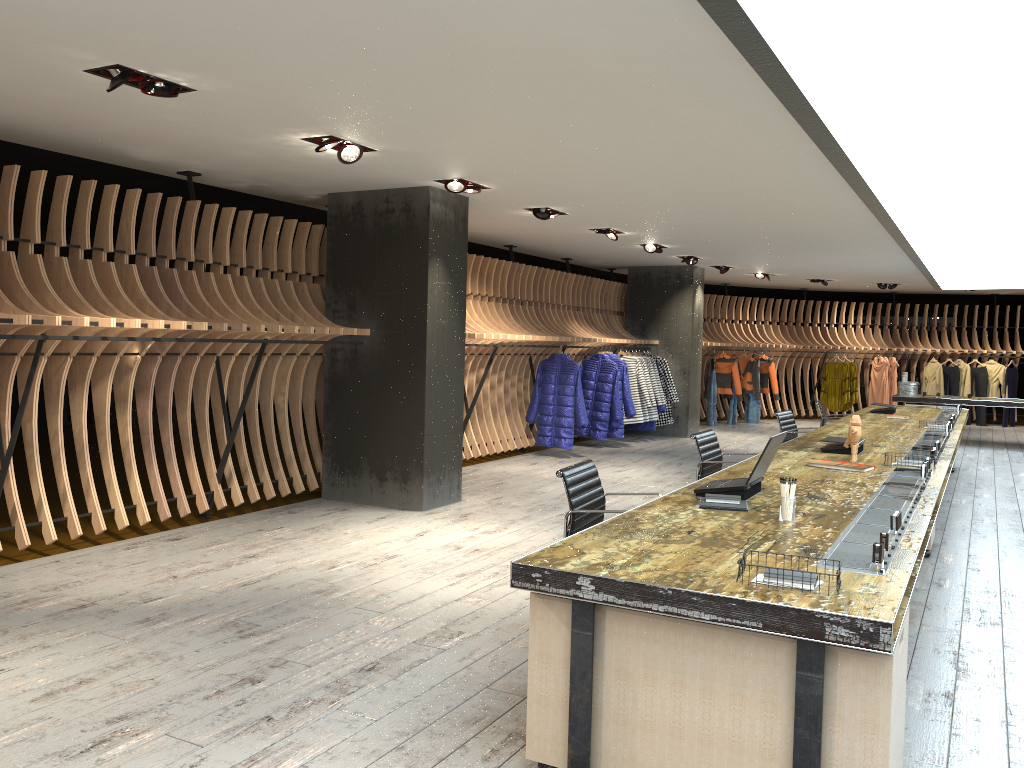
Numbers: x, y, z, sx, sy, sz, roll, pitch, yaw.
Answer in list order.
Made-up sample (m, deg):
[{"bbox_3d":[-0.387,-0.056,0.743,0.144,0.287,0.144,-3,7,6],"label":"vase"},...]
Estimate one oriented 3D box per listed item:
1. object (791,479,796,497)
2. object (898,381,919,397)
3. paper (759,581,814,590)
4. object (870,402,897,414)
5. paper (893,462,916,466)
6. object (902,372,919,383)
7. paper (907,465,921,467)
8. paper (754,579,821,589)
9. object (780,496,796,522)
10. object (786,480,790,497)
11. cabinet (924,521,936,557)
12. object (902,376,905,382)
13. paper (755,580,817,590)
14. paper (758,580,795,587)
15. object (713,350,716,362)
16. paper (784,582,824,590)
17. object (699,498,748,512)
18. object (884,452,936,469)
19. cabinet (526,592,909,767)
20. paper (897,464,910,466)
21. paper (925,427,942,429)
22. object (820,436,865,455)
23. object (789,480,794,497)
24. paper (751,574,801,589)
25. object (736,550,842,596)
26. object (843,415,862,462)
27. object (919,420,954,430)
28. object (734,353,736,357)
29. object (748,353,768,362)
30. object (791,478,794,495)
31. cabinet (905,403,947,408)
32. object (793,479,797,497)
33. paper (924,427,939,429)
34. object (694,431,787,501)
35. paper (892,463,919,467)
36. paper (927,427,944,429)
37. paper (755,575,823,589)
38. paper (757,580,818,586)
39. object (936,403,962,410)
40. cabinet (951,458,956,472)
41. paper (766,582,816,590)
[{"bbox_3d":[1.171,0.483,3.713,0.030,0.170,0.007,2,2,22],"label":"object"},{"bbox_3d":[6.543,0.088,14.653,0.303,0.239,0.498,3,3,29],"label":"object"},{"bbox_3d":[0.857,0.610,2.747,0.176,0.004,0.130,3,3,30],"label":"paper"},{"bbox_3d":[4.379,0.287,10.442,0.261,0.111,0.373,3,3,28],"label":"object"},{"bbox_3d":[2.541,0.513,5.671,0.176,0.004,0.130,3,3,34],"label":"paper"},{"bbox_3d":[6.555,-0.087,14.582,0.262,0.204,0.088,3,2,27],"label":"object"},{"bbox_3d":[2.541,0.516,5.671,0.176,0.004,0.130,4,3,37],"label":"paper"},{"bbox_3d":[0.857,0.609,2.747,0.176,0.004,0.130,3,3,35],"label":"paper"},{"bbox_3d":[1.160,0.527,3.733,0.061,0.111,0.062,0,2,-28],"label":"object"},{"bbox_3d":[1.151,0.483,3.712,0.007,0.170,0.030,1,2,-15],"label":"object"},{"bbox_3d":[2.644,0.901,6.863,1.132,0.630,0.593,3,3,28],"label":"cabinet"},{"bbox_3d":[6.423,-0.083,14.555,0.062,0.109,0.062,1,2,-6],"label":"object"},{"bbox_3d":[0.857,0.610,2.747,0.176,0.004,0.130,3,3,32],"label":"paper"},{"bbox_3d":[0.857,0.609,2.747,0.176,0.004,0.130,3,3,33],"label":"paper"},{"bbox_3d":[3.801,-0.543,16.644,0.023,0.243,0.549,2,3,10],"label":"object"},{"bbox_3d":[0.857,0.611,2.747,0.176,0.004,0.130,4,3,37],"label":"paper"},{"bbox_3d":[0.963,0.548,4.036,0.213,0.019,0.219,2,3,13],"label":"object"},{"bbox_3d":[2.543,0.491,5.669,0.302,0.074,0.217,3,3,23],"label":"object"},{"bbox_3d":[0.688,1.034,2.989,1.132,0.630,0.593,3,3,28],"label":"cabinet"},{"bbox_3d":[2.541,0.515,5.671,0.176,0.004,0.130,3,3,32],"label":"paper"},{"bbox_3d":[4.067,0.420,8.506,0.176,0.004,0.130,3,3,32],"label":"paper"},{"bbox_3d":[2.365,0.441,6.339,0.262,0.088,0.373,3,3,28],"label":"object"},{"bbox_3d":[1.161,0.483,3.710,0.007,0.170,0.030,0,2,-41],"label":"object"},{"bbox_3d":[0.843,0.612,2.749,0.176,0.003,0.130,3,3,27],"label":"paper"},{"bbox_3d":[0.860,0.586,2.744,0.302,0.074,0.217,3,3,23],"label":"object"},{"bbox_3d":[2.243,0.358,5.793,0.097,0.300,0.321,2,2,12],"label":"object"},{"bbox_3d":[4.069,0.395,8.504,0.302,0.071,0.209,3,3,23],"label":"object"},{"bbox_3d":[4.263,-0.550,17.037,0.023,0.243,0.549,2,3,25],"label":"object"},{"bbox_3d":[4.745,-0.553,17.383,0.549,0.243,0.023,2,2,5],"label":"object"},{"bbox_3d":[1.180,0.482,3.739,0.007,0.170,0.030,3,2,31],"label":"object"},{"bbox_3d":[6.860,0.639,14.710,0.593,0.630,1.132,3,3,28],"label":"cabinet"},{"bbox_3d":[1.178,0.483,3.720,0.030,0.170,0.007,1,2,-5],"label":"object"},{"bbox_3d":[4.053,0.422,8.508,0.176,0.003,0.130,3,3,27],"label":"paper"},{"bbox_3d":[1.125,0.388,4.354,0.365,0.316,0.373,3,3,28],"label":"object"},{"bbox_3d":[2.527,0.517,5.674,0.176,0.003,0.130,3,3,27],"label":"paper"},{"bbox_3d":[4.067,0.419,8.506,0.176,0.004,0.130,3,3,33],"label":"paper"},{"bbox_3d":[0.857,0.608,2.747,0.176,0.004,0.130,3,3,34],"label":"paper"},{"bbox_3d":[0.857,0.609,2.747,0.176,0.004,0.130,3,3,33],"label":"paper"},{"bbox_3d":[5.662,0.297,11.483,0.302,0.074,0.217,3,3,23],"label":"object"},{"bbox_3d":[5.106,0.748,11.450,1.132,0.630,0.593,3,3,28],"label":"cabinet"},{"bbox_3d":[0.857,0.610,2.747,0.176,0.004,0.130,3,3,32],"label":"paper"}]
